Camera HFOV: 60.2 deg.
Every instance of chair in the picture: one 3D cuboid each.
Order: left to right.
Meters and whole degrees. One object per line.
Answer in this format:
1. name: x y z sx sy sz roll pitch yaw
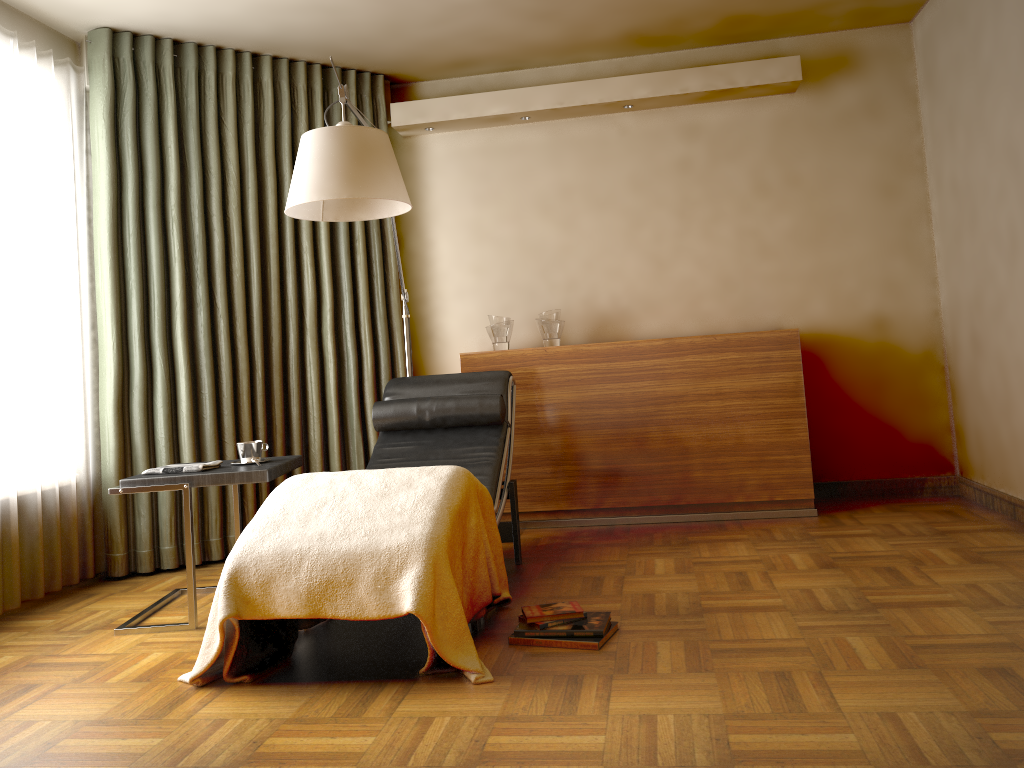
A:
1. chair: -0.373 0.377 3.277 0.635 0.800 1.785 -4 0 9

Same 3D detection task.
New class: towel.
1. towel: -1.194 0.308 3.225 0.240 0.035 0.178 -4 1 13

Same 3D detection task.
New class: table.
1. table: -1.101 0.331 3.308 0.517 0.045 0.498 -4 1 0

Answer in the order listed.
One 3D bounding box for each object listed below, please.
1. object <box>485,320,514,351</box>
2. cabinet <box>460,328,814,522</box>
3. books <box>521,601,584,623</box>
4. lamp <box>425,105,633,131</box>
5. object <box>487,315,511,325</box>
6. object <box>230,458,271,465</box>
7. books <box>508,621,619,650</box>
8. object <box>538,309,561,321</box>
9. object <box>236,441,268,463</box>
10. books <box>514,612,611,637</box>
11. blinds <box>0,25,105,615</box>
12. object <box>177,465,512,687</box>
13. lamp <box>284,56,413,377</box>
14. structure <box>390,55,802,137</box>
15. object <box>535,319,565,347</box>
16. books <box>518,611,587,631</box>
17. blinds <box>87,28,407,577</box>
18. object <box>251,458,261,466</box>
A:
1. object: -0.061 -0.253 4.641 0.156 0.155 0.155 -3 -2 -34
2. cabinet: 0.619 0.212 4.552 1.672 0.867 0.414 -4 -3 9
3. books: 0.122 0.688 2.669 0.173 0.018 0.123 -4 1 -7
4. lamp: 0.082 -1.474 4.859 1.156 0.028 0.050 -4 0 9
5. object: -0.064 -0.292 4.643 0.122 0.151 0.122 -4 -2 -9
6. object: -0.987 0.295 3.336 0.149 0.009 0.150 -4 1 14
7. books: 0.157 0.744 2.640 0.279 0.022 0.200 -4 1 23
8. object: 0.200 -0.309 4.603 0.123 0.151 0.122 -4 -2 -12
9. object: -0.988 0.259 3.345 0.098 0.079 0.110 -4 -1 10
10. books: 0.156 0.723 2.658 0.264 0.020 0.189 -4 1 13
11. blinds: -2.046 -0.282 2.913 0.092 2.301 2.191 -5 -2 9
12. object: -0.460 0.544 2.748 0.916 0.523 0.907 -4 0 9
13. lamp: -0.446 -0.169 3.603 0.451 1.977 1.411 -5 -2 13
14. structure: 0.429 -1.553 4.819 2.176 0.131 0.273 -4 0 9
15. object: 0.203 -0.271 4.600 0.155 0.155 0.155 -4 -1 -1
16. books: 0.122 0.706 2.675 0.173 0.018 0.123 -5 1 -32
17. blinds: -1.243 -0.434 4.396 1.534 2.466 0.223 -2 -4 -36
18. object: -0.939 0.287 3.248 0.029 0.019 0.123 -4 1 -22
